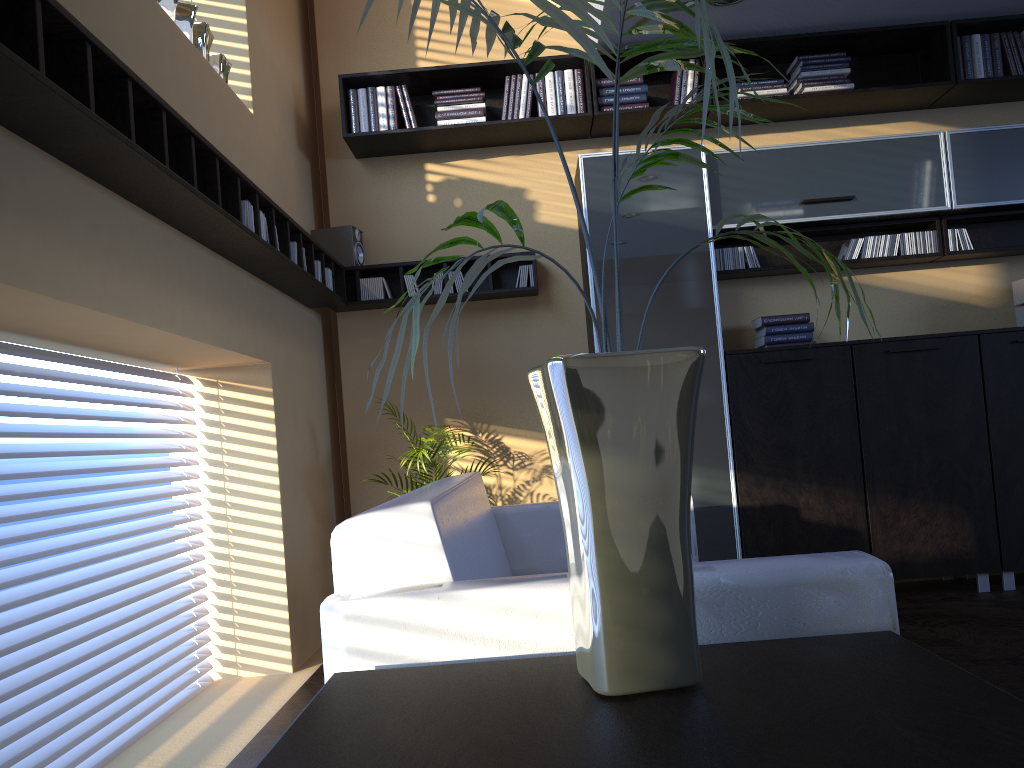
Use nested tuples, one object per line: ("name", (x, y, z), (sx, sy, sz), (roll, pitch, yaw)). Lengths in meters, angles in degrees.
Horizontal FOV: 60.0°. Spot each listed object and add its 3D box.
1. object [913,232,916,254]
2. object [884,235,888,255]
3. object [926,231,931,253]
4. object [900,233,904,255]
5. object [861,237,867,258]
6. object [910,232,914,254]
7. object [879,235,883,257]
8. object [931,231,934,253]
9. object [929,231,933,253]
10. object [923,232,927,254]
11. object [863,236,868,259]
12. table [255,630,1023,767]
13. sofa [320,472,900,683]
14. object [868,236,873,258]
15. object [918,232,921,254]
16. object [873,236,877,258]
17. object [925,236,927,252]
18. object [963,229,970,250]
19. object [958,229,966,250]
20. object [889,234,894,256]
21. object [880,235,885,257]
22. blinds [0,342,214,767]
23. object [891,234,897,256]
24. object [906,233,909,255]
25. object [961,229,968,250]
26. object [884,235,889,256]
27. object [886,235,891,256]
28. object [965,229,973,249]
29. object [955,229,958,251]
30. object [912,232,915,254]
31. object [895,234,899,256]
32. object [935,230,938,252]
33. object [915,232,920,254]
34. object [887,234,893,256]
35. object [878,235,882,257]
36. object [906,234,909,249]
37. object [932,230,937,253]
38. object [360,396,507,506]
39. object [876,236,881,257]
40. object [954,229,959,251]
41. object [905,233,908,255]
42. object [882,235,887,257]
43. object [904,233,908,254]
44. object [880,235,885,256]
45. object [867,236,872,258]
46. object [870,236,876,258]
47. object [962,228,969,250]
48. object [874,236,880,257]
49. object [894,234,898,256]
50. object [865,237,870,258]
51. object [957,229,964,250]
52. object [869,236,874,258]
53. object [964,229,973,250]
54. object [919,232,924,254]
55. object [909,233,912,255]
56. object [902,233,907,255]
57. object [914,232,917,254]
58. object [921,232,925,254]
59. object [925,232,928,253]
("object", (2.173, -0.756, 4.857), (0.006, 0.118, 0.140), (-5, -3, 1))
("object", (2.026, -0.743, 4.866), (0.040, 0.118, 0.142), (-5, -3, 1))
("object", (2.253, -0.762, 4.858), (0.009, 0.120, 0.142), (-5, -3, 1))
("object", (2.113, -0.750, 4.862), (0.009, 0.120, 0.142), (-5, -3, 1))
("object", (1.905, -0.733, 4.865), (0.040, 0.118, 0.142), (-5, -3, 1))
("object", (2.163, -0.755, 4.857), (0.009, 0.120, 0.142), (-5, -3, 1))
("object", (1.996, -0.741, 4.861), (0.036, 0.116, 0.140), (-5, -3, 1))
("object", (2.273, -0.763, 4.862), (0.009, 0.120, 0.142), (-5, -3, 1))
("object", (2.263, -0.763, 4.858), (0.009, 0.120, 0.142), (-5, -3, 1))
("object", (2.233, -0.760, 4.864), (0.009, 0.120, 0.142), (-5, -3, 1))
("object", (1.915, -0.734, 4.864), (0.040, 0.118, 0.142), (-5, -3, 1))
("table", (0.163, 0.672, 0.472), (0.897, 0.602, 1.897), (-5, -4, 1))
("sofa", (0.193, 0.677, 2.524), (1.014, 0.847, 2.059), (-5, -3, 1))
("object", (1.946, -0.736, 4.869), (0.040, 0.118, 0.142), (-5, -3, 1))
("object", (2.203, -0.757, 4.867), (0.009, 0.120, 0.142), (-5, -3, 1))
("object", (1.966, -0.738, 4.867), (0.036, 0.116, 0.140), (-5, -3, 1))
("object", (2.243, -0.761, 4.869), (0.009, 0.120, 0.142), (-5, -3, 1))
("object", (2.454, -0.778, 4.857), (0.026, 0.117, 0.140), (-5, -3, 1))
("object", (2.433, -0.776, 4.856), (0.030, 0.120, 0.142), (-5, -3, 1))
("object", (2.056, -0.746, 4.866), (0.040, 0.118, 0.142), (-5, -3, 1))
("object", (2.006, -0.742, 4.864), (0.036, 0.116, 0.140), (-5, -3, 1))
("blinds", (-1.455, 0.471, 1.258), (0.047, 1.365, 5.398), (-5, -4, 1))
("object", (2.066, -0.746, 4.865), (0.040, 0.118, 0.142), (-5, -3, 1))
("object", (2.143, -0.753, 4.866), (0.006, 0.118, 0.140), (-5, -3, 1))
("object", (2.443, -0.777, 4.856), (0.030, 0.120, 0.142), (-5, -3, 1))
("object", (2.026, -0.743, 4.861), (0.036, 0.116, 0.140), (-5, -3, 1))
("object", (2.036, -0.744, 4.869), (0.040, 0.118, 0.142), (-5, -3, 1))
("object", (2.469, -0.778, 4.857), (0.036, 0.116, 0.140), (-5, -3, 1))
("object", (2.403, -0.774, 4.856), (0.006, 0.118, 0.140), (-5, -3, 1))
("object", (2.173, -0.755, 4.860), (0.009, 0.120, 0.142), (-5, -3, 1))
("object", (2.086, -0.748, 4.863), (0.040, 0.118, 0.142), (-5, -3, 1))
("object", (2.293, -0.765, 4.856), (0.009, 0.120, 0.142), (-5, -3, 1))
("object", (2.193, -0.757, 4.856), (0.009, 0.120, 0.142), (-5, -3, 1))
("object", (2.046, -0.745, 4.862), (0.040, 0.118, 0.142), (-5, -3, 1))
("object", (1.996, -0.741, 4.867), (0.040, 0.118, 0.142), (-5, -3, 1))
("object", (2.143, -0.752, 4.869), (0.009, 0.120, 0.142), (-5, -3, 1))
("object", (2.283, -0.765, 4.854), (0.009, 0.120, 0.142), (-5, -3, 1))
("object", (-0.369, 0.663, 4.511), (0.690, 1.239, 0.840), (-6, -3, 35))
("object", (1.986, -0.740, 4.868), (0.040, 0.118, 0.142), (-5, -3, 1))
("object", (2.402, -0.774, 4.858), (0.009, 0.120, 0.142), (-5, -3, 1))
("object", (2.133, -0.752, 4.861), (0.006, 0.118, 0.140), (-5, -3, 1))
("object", (2.016, -0.743, 4.860), (0.040, 0.118, 0.142), (-5, -3, 1))
("object", (2.133, -0.752, 4.864), (0.009, 0.120, 0.142), (-5, -3, 1))
("object", (2.006, -0.742, 4.866), (0.040, 0.118, 0.142), (-5, -3, 1))
("object", (1.936, -0.736, 4.864), (0.036, 0.116, 0.140), (-5, -3, 1))
("object", (1.956, -0.738, 4.862), (0.040, 0.118, 0.142), (-5, -3, 1))
("object", (2.454, -0.778, 4.859), (0.030, 0.120, 0.142), (-5, -3, 1))
("object", (1.976, -0.739, 4.866), (0.040, 0.118, 0.142), (-5, -3, 1))
("object", (2.077, -0.747, 4.861), (0.036, 0.116, 0.140), (-5, -3, 1))
("object", (1.926, -0.735, 4.868), (0.036, 0.116, 0.140), (-5, -3, 1))
("object", (2.423, -0.775, 4.859), (0.026, 0.117, 0.140), (-5, -3, 1))
("object", (1.946, -0.737, 4.867), (0.036, 0.116, 0.140), (-5, -3, 1))
("object", (2.469, -0.778, 4.859), (0.040, 0.118, 0.142), (-5, -3, 1))
("object", (2.213, -0.759, 4.858), (0.009, 0.120, 0.142), (-5, -3, 1))
("object", (2.153, -0.754, 4.861), (0.006, 0.118, 0.140), (-5, -3, 1))
("object", (2.123, -0.751, 4.860), (0.009, 0.120, 0.142), (-5, -3, 1))
("object", (2.183, -0.756, 4.863), (0.009, 0.120, 0.142), (-5, -3, 1))
("object", (2.223, -0.760, 4.859), (0.009, 0.120, 0.142), (-5, -3, 1))
("object", (2.244, -0.761, 4.863), (0.006, 0.118, 0.140), (-5, -3, 1))
